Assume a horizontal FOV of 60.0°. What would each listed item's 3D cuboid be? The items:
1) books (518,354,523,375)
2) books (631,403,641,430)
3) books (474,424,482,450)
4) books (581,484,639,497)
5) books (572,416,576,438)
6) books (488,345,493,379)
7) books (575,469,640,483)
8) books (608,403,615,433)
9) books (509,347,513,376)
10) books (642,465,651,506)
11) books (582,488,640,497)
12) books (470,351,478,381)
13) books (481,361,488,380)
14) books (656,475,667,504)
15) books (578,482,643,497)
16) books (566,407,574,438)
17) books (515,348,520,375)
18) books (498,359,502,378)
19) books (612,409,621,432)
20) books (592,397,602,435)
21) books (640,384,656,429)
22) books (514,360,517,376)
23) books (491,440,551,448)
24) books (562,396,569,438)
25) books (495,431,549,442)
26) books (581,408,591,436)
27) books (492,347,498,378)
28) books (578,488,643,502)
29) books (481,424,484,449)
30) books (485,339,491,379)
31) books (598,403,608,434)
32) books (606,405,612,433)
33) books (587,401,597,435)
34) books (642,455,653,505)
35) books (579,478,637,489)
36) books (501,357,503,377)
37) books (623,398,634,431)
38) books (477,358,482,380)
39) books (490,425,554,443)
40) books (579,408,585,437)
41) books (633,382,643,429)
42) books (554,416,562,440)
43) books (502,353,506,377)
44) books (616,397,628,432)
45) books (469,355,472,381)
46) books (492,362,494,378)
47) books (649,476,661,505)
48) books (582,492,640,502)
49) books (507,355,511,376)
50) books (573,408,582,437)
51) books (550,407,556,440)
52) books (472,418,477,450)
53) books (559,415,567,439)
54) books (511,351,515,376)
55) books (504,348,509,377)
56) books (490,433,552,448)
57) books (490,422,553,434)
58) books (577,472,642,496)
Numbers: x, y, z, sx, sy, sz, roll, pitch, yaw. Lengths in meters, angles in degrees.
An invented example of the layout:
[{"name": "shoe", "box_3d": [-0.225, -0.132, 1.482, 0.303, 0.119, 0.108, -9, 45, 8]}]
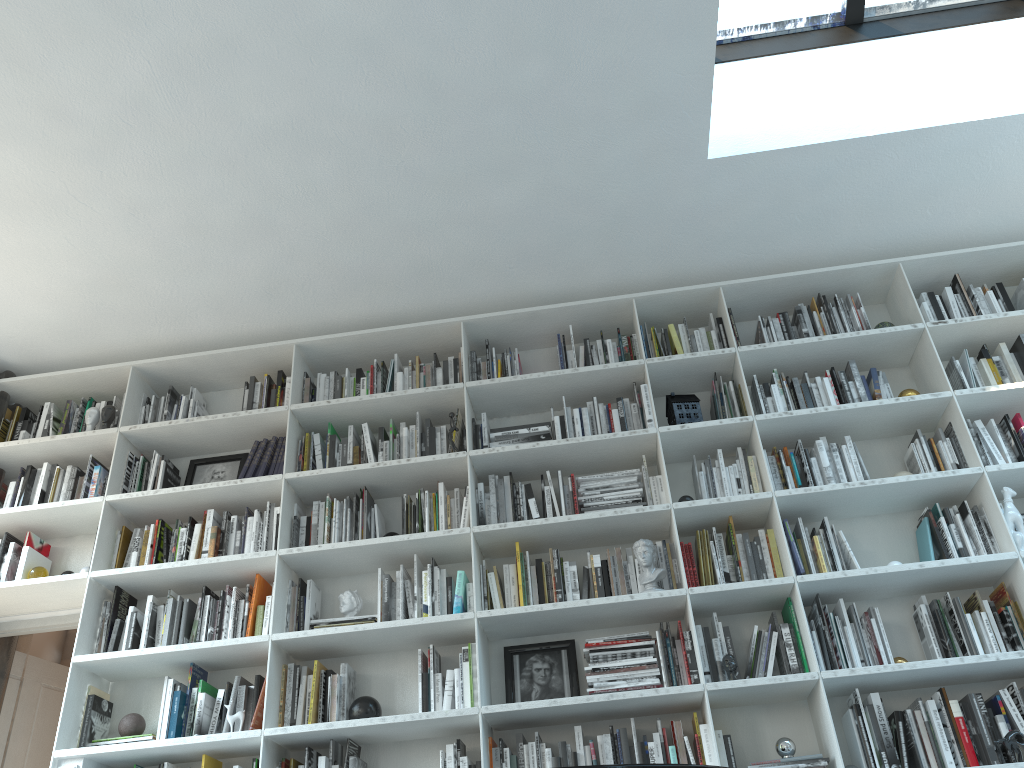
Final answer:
[{"name": "books", "box_3d": [0.049, -0.013, 4.364, 0.004, 0.234, 0.138, -7, -33, 4]}, {"name": "books", "box_3d": [0.577, 0.224, 4.096, 0.029, 0.201, 0.192, -7, -33, 4]}, {"name": "books", "box_3d": [-0.146, 0.317, 4.146, 0.027, 0.200, 0.168, -7, -33, 4]}, {"name": "books", "box_3d": [0.441, 0.504, 3.954, 0.254, 0.012, 0.161, -8, -34, 6]}, {"name": "books", "box_3d": [0.298, 0.270, 4.131, 0.011, 0.203, 0.134, -7, -33, 4]}, {"name": "books", "box_3d": [-0.092, -0.029, 4.379, 0.010, 0.294, 0.154, -7, -33, 4]}, {"name": "books", "box_3d": [0.436, 0.443, 3.995, 0.285, 0.012, 0.160, -8, -34, 6]}, {"name": "books", "box_3d": [0.468, 0.228, 4.114, 0.012, 0.229, 0.159, -7, -33, 4]}, {"name": "books", "box_3d": [0.008, -0.029, 4.354, 0.005, 0.254, 0.169, -7, -33, 4]}, {"name": "books", "box_3d": [0.597, 0.508, 3.911, 0.012, 0.252, 0.161, -7, -33, 4]}, {"name": "books", "box_3d": [0.441, 0.513, 3.945, 0.254, 0.012, 0.162, -6, -34, 2]}, {"name": "books", "box_3d": [-0.173, -0.008, 4.361, 0.026, 0.251, 0.186, -7, -33, 4]}, {"name": "books", "box_3d": [-0.122, 0.014, 4.347, 0.026, 0.193, 0.167, -7, -33, 4]}, {"name": "books", "box_3d": [0.663, 0.530, 3.908, 0.030, 0.204, 0.159, -7, -33, 4]}, {"name": "books", "box_3d": [0.440, 0.496, 3.963, 0.285, 0.012, 0.160, -7, -34, 3]}, {"name": "books", "box_3d": [0.280, 0.251, 4.132, 0.021, 0.236, 0.172, -7, -33, 4]}, {"name": "books", "box_3d": [0.038, -0.032, 4.354, 0.011, 0.254, 0.144, -7, -33, 4]}, {"name": "books", "box_3d": [-0.051, 0.007, 4.347, 0.023, 0.194, 0.173, -7, -33, 4]}, {"name": "books", "box_3d": [0.489, 0.241, 4.097, 0.029, 0.187, 0.177, -7, -33, 4]}, {"name": "books", "box_3d": [0.406, 0.221, 4.131, 0.023, 0.268, 0.186, -7, -33, 4]}, {"name": "books", "box_3d": [0.624, 0.173, 4.055, 0.037, 0.236, 0.274, -7, -34, 4]}, {"name": "books", "box_3d": [0.031, 0.002, 4.342, 0.010, 0.185, 0.153, -7, -33, 4]}, {"name": "books", "box_3d": [0.053, 0.319, 4.134, 0.285, 0.012, 0.160, -6, -34, 2]}, {"name": "books", "box_3d": [0.260, 0.226, 4.132, 0.011, 0.282, 0.191, -7, -33, 4]}, {"name": "books", "box_3d": [0.051, 0.281, 4.153, 0.254, 0.025, 0.162, -5, -34, 1]}, {"name": "books", "box_3d": [0.354, 0.250, 4.122, 0.028, 0.217, 0.184, -7, -33, 4]}, {"name": "books", "box_3d": [-0.072, -0.026, 4.357, 0.011, 0.263, 0.164, -7, -33, 4]}, {"name": "books", "box_3d": [0.442, 0.523, 3.939, 0.285, 0.012, 0.160, -9, -34, 7]}, {"name": "books", "box_3d": [-0.125, 0.315, 4.161, 0.013, 0.217, 0.142, -7, -33, 4]}, {"name": "books", "box_3d": [-0.105, -0.042, 4.397, 0.014, 0.339, 0.146, -7, -33, 4]}, {"name": "books", "box_3d": [0.429, 0.233, 4.109, 0.023, 0.221, 0.191, -7, -33, 4]}, {"name": "books", "box_3d": [0.458, 0.233, 4.120, 0.010, 0.229, 0.153, -7, -33, 4]}, {"name": "books", "box_3d": [0.383, 0.234, 4.151, 0.029, 0.272, 0.141, -7, -33, 4]}, {"name": "books", "box_3d": [0.609, 0.488, 3.941, 0.012, 0.317, 0.140, -7, -33, 4]}, {"name": "books", "box_3d": [0.438, 0.481, 3.962, 0.254, 0.012, 0.161, -10, -34, 8]}, {"name": "books", "box_3d": [-0.035, 0.001, 4.373, 0.006, 0.231, 0.136, -7, -33, 4]}, {"name": "books", "box_3d": [0.549, 0.211, 4.126, 0.029, 0.260, 0.133, -7, -33, 4]}, {"name": "books", "box_3d": [-0.145, 0.010, 4.368, 0.023, 0.226, 0.157, -7, -33, 4]}, {"name": "books", "box_3d": [0.050, 0.263, 4.170, 0.285, 0.024, 0.160, -8, -34, 6]}, {"name": "books", "box_3d": [0.334, 0.247, 4.138, 0.012, 0.243, 0.132, -7, -33, 4]}, {"name": "books", "box_3d": [0.595, 0.172, 4.138, 0.012, 0.332, 0.156, -7, -33, 4]}, {"name": "books", "box_3d": [0.223, 0.277, 4.119, 0.025, 0.186, 0.194, -7, -33, 4]}, {"name": "books", "box_3d": [-0.028, -0.014, 4.365, 0.014, 0.246, 0.140, -7, -33, 4]}, {"name": "books", "box_3d": [0.517, 0.212, 4.111, 0.032, 0.247, 0.174, -7, -33, 4]}, {"name": "books", "box_3d": [-0.189, 0.005, 4.379, 0.012, 0.252, 0.161, -7, -33, 4]}, {"name": "books", "box_3d": [-0.077, 0.014, 4.364, 0.011, 0.204, 0.146, -7, -33, 4]}, {"name": "books", "box_3d": [0.633, 0.533, 3.904, 0.029, 0.197, 0.173, -7, -33, 4]}, {"name": "books", "box_3d": [0.444, 0.536, 3.936, 0.254, 0.012, 0.161, -8, -34, 5]}, {"name": "books", "box_3d": [-0.001, -0.011, 4.347, 0.016, 0.218, 0.144, -7, -33, 4]}, {"name": "books", "box_3d": [0.314, 0.254, 4.122, 0.027, 0.215, 0.191, -7, -33, 4]}, {"name": "books", "box_3d": [0.203, 0.255, 4.142, 0.012, 0.252, 0.161, -7, -33, 4]}, {"name": "books", "box_3d": [-0.164, 0.309, 4.179, 0.012, 0.252, 0.161, -7, -33, 4]}, {"name": "books", "box_3d": [0.250, 0.275, 4.151, 0.024, 0.222, 0.129, -7, -33, 4]}, {"name": "books", "box_3d": [0.019, -0.017, 4.368, 0.013, 0.248, 0.149, -7, -33, 4]}, {"name": "books", "box_3d": [-0.016, -0.026, 4.363, 0.013, 0.263, 0.147, -7, -33, 4]}, {"name": "books", "box_3d": [0.052, 0.300, 4.137, 0.285, 0.024, 0.160, -10, -34, 8]}, {"name": "books", "box_3d": [0.049, 0.246, 4.187, 0.285, 0.024, 0.160, -7, -34, 4]}, {"name": "books", "box_3d": [0.436, 0.449, 3.982, 0.285, 0.012, 0.160, -5, -34, 0]}]
